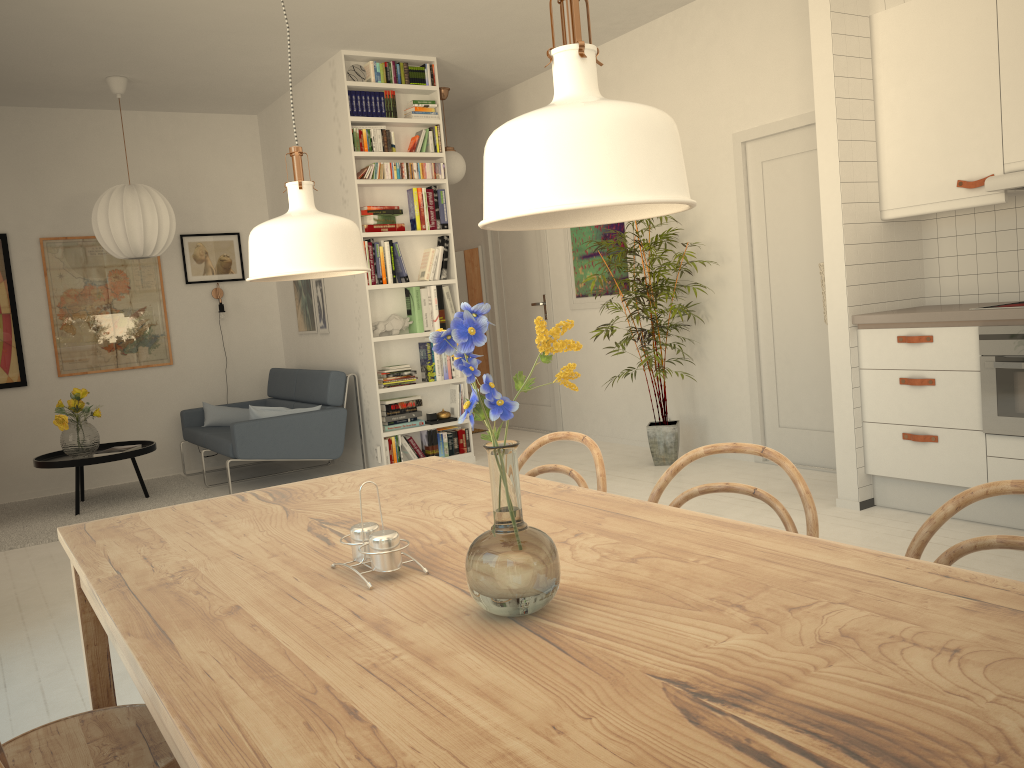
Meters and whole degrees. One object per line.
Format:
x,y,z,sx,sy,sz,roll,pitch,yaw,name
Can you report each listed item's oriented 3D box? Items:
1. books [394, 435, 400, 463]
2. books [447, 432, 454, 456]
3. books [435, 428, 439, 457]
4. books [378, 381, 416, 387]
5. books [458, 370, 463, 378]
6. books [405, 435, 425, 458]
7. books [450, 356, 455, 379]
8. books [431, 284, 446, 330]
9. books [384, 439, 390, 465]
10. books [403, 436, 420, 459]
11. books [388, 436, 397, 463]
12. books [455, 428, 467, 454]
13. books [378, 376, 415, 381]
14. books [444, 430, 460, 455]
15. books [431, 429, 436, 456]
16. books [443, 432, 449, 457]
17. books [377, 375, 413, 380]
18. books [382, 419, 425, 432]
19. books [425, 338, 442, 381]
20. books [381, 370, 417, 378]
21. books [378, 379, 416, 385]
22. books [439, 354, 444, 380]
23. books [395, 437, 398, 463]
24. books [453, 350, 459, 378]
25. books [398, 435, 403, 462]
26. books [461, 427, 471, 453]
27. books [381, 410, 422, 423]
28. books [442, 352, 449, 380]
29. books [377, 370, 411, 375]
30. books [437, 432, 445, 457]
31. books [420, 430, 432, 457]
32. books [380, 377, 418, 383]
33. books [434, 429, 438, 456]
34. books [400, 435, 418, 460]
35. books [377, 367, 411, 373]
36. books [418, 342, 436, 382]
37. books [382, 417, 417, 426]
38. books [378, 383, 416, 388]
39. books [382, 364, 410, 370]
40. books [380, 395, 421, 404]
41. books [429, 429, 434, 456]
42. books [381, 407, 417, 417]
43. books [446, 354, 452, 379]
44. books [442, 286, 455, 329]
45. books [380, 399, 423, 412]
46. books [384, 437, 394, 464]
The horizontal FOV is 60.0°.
-0.845,0.462,6.279,0.021,0.215,0.174,-8,6,-32,books
-0.499,0.435,6.496,0.048,0.163,0.209,-8,6,-32,books
-0.589,0.423,6.436,0.015,0.214,0.202,-8,6,-32,books
-0.829,-0.003,6.249,0.247,0.014,0.173,-9,6,-33,books
-0.440,-0.199,6.529,0.039,0.302,0.229,-8,6,-32,books
-0.710,0.456,6.349,0.131,0.188,0.136,-8,6,-32,books
-0.485,-0.184,6.477,0.022,0.291,0.208,-8,6,-32,books
-0.561,-0.550,6.429,0.056,0.327,0.202,-8,6,-32,books
-0.916,0.484,6.227,0.039,0.199,0.185,-8,6,-32,books
-0.734,0.457,6.327,0.118,0.192,0.118,-8,6,-32,books
-0.865,0.469,6.250,0.020,0.210,0.185,-8,6,-32,books
-0.411,0.414,6.545,0.056,0.180,0.202,-8,6,-32,books
-0.827,-0.041,6.267,0.250,0.008,0.135,-9,7,-35,books
-0.466,0.425,6.534,0.050,0.170,0.221,-8,6,-32,books
-0.607,0.427,6.409,0.015,0.214,0.202,-8,6,-32,books
-0.533,0.433,6.475,0.032,0.176,0.222,-8,6,-32,books
-0.832,-0.048,6.243,0.238,0.012,0.120,-9,7,-37,books
-0.795,0.291,6.315,0.297,0.038,0.204,-8,6,-27,books
-0.595,-0.181,6.432,0.037,0.311,0.241,-8,6,-32,books
-0.813,-0.072,6.279,0.235,0.025,0.163,-8,6,-25,books
-0.825,-0.017,6.261,0.248,0.009,0.171,-8,6,-29,books
-0.570,-0.184,6.451,0.027,0.310,0.229,-8,6,-32,books
-0.858,0.468,6.270,0.012,0.206,0.193,-8,6,-32,books
-0.455,-0.195,6.484,0.037,0.307,0.161,-8,6,-32,books
-0.824,0.460,6.275,0.010,0.215,0.193,-8,6,-32,books
-0.383,0.410,6.583,0.032,0.176,0.230,-8,6,-32,books
-0.807,0.228,6.288,0.297,0.039,0.165,-9,7,-37,books
-0.521,-0.180,6.434,0.035,0.304,0.150,-8,6,-32,books
-0.847,-0.085,6.249,0.221,0.010,0.169,-8,6,-29,books
-0.567,0.437,6.460,0.044,0.179,0.224,-8,6,-32,books
-0.636,0.430,6.398,0.015,0.214,0.202,-8,6,-32,books
-0.819,-0.033,6.295,0.255,0.014,0.197,-7,6,-22,books
-0.599,0.425,6.424,0.015,0.214,0.202,-8,6,-32,books
-0.764,0.457,6.316,0.135,0.200,0.134,-8,6,-32,books
-0.841,-0.100,6.262,0.212,0.017,0.165,-9,6,-34,books
-0.628,-0.160,6.399,0.058,0.283,0.200,-8,6,-32,books
-0.819,0.260,6.300,0.241,0.024,0.168,-9,7,-37,books
-0.825,0.008,6.255,0.247,0.009,0.170,-8,6,-29,books
-0.823,-0.119,6.249,0.166,0.019,0.127,-9,7,-39,books
-0.812,0.110,6.301,0.297,0.024,0.162,-10,7,-41,books
-0.627,0.428,6.412,0.015,0.214,0.202,-8,6,-32,books
-0.815,0.193,6.282,0.247,0.039,0.143,-9,6,-35,books
-0.513,-0.189,6.476,0.025,0.305,0.213,-8,6,-32,books
-0.498,-0.554,6.477,0.099,0.315,0.229,-8,6,-32,books
-0.804,0.147,6.289,0.285,0.047,0.185,-9,6,-32,books
-0.887,0.475,6.241,0.026,0.206,0.187,-8,6,-32,books
